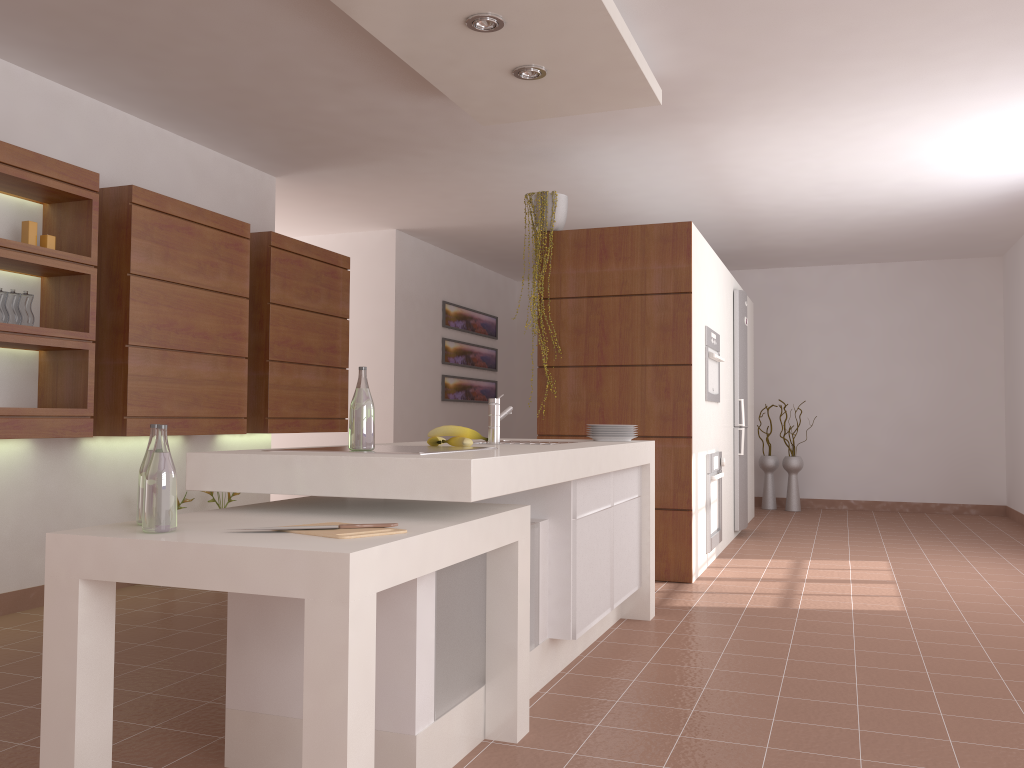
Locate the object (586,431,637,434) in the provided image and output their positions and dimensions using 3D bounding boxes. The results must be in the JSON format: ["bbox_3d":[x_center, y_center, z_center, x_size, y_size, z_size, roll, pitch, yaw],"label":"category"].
[{"bbox_3d":[0.447,0.224,3.966,0.228,0.020,0.228,0,-2,2],"label":"object"}]

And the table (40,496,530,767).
[{"bbox_3d":[-0.469,0.656,2.207,0.737,0.647,1.003,0,-2,20],"label":"table"}]

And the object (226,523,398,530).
[{"bbox_3d":[-0.435,0.312,1.930,0.375,0.008,0.041,1,-2,-13],"label":"object"}]

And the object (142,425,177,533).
[{"bbox_3d":[-0.756,0.203,1.910,0.071,0.230,0.071,0,-2,2],"label":"object"}]

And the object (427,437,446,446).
[{"bbox_3d":[-0.261,0.195,3.023,0.060,0.033,0.207,0,-2,0],"label":"object"}]

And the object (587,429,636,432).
[{"bbox_3d":[0.447,0.213,3.967,0.228,0.020,0.228,0,-2,2],"label":"object"}]

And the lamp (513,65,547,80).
[{"bbox_3d":[0.075,-1.333,3.746,0.143,0.059,0.143,2,-3,-41],"label":"lamp"}]

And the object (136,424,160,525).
[{"bbox_3d":[-0.823,0.207,2.039,0.071,0.230,0.071,0,-2,2],"label":"object"}]

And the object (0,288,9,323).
[{"bbox_3d":[-2.164,-0.323,3.737,0.054,0.165,0.065,-1,-3,36],"label":"object"}]

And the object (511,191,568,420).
[{"bbox_3d":[0.182,-0.460,5.245,0.297,1.344,0.279,1,-2,-20],"label":"object"}]

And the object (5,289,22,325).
[{"bbox_3d":[-2.133,-0.321,3.780,0.054,0.165,0.065,-1,-3,36],"label":"object"}]

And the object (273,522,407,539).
[{"bbox_3d":[-0.378,0.319,1.937,0.266,0.006,0.168,-1,-3,37],"label":"object"}]

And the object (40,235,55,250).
[{"bbox_3d":[-2.021,-0.610,3.859,0.044,0.070,0.044,0,-2,20],"label":"object"}]

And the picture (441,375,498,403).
[{"bbox_3d":[-0.410,0.064,9.005,0.015,0.248,1.408,0,-2,20],"label":"picture"}]

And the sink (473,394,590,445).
[{"bbox_3d":[0.042,0.232,3.609,0.404,0.368,0.668,0,-2,20],"label":"sink"}]

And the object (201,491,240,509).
[{"bbox_3d":[-1.679,0.815,5.132,0.087,0.546,0.296,-1,-2,21],"label":"object"}]

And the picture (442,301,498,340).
[{"bbox_3d":[-0.406,-0.636,9.033,0.015,0.248,1.408,0,-2,20],"label":"picture"}]

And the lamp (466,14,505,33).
[{"bbox_3d":[-0.099,-1.353,3.279,0.143,0.059,0.143,2,-3,-41],"label":"lamp"}]

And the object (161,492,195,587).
[{"bbox_3d":[-1.832,0.797,4.714,0.087,0.546,0.296,-1,-3,36],"label":"object"}]

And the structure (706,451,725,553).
[{"bbox_3d":[1.294,0.733,5.623,0.058,0.592,0.596,0,-2,21],"label":"structure"}]

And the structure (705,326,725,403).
[{"bbox_3d":[1.303,-0.115,5.652,0.056,0.454,0.614,0,-2,20],"label":"structure"}]

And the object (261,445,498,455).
[{"bbox_3d":[-0.371,0.194,2.638,0.493,0.006,0.551,0,-2,20],"label":"object"}]

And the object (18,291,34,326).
[{"bbox_3d":[-2.102,-0.319,3.823,0.054,0.165,0.065,-1,-3,36],"label":"object"}]

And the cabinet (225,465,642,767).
[{"bbox_3d":[-0.121,0.668,3.142,0.737,0.700,2.048,0,-2,20],"label":"cabinet"}]

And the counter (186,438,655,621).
[{"bbox_3d":[-0.105,0.621,3.198,0.821,0.800,2.156,0,-2,20],"label":"counter"}]

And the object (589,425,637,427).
[{"bbox_3d":[0.447,0.193,3.968,0.228,0.020,0.228,0,-2,2],"label":"object"}]

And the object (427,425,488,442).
[{"bbox_3d":[-0.183,0.167,2.992,0.207,0.055,0.047,0,-2,-3],"label":"object"}]

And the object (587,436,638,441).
[{"bbox_3d":[0.447,0.244,3.966,0.228,0.020,0.228,0,-2,2],"label":"object"}]

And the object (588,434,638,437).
[{"bbox_3d":[0.447,0.234,3.966,0.228,0.020,0.228,0,-2,2],"label":"object"}]

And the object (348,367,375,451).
[{"bbox_3d":[-0.412,0.068,2.438,0.071,0.230,0.071,0,-2,2],"label":"object"}]

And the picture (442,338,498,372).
[{"bbox_3d":[-0.408,-0.286,9.019,0.015,0.248,1.408,0,-2,20],"label":"picture"}]

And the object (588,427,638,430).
[{"bbox_3d":[0.447,0.203,3.967,0.228,0.020,0.228,0,-2,2],"label":"object"}]

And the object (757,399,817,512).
[{"bbox_3d":[2.770,0.709,8.859,0.655,1.112,0.284,-2,-3,40],"label":"object"}]

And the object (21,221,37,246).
[{"bbox_3d":[-2.075,-0.637,3.812,0.044,0.120,0.044,0,-2,20],"label":"object"}]

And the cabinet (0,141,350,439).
[{"bbox_3d":[-2.292,-0.363,4.000,0.754,1.200,4.718,0,-2,20],"label":"cabinet"}]

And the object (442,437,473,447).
[{"bbox_3d":[-0.173,0.194,2.962,0.060,0.033,0.207,1,-3,-25],"label":"object"}]

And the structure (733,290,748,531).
[{"bbox_3d":[1.828,0.200,7.027,0.089,1.862,0.604,0,-2,20],"label":"structure"}]
